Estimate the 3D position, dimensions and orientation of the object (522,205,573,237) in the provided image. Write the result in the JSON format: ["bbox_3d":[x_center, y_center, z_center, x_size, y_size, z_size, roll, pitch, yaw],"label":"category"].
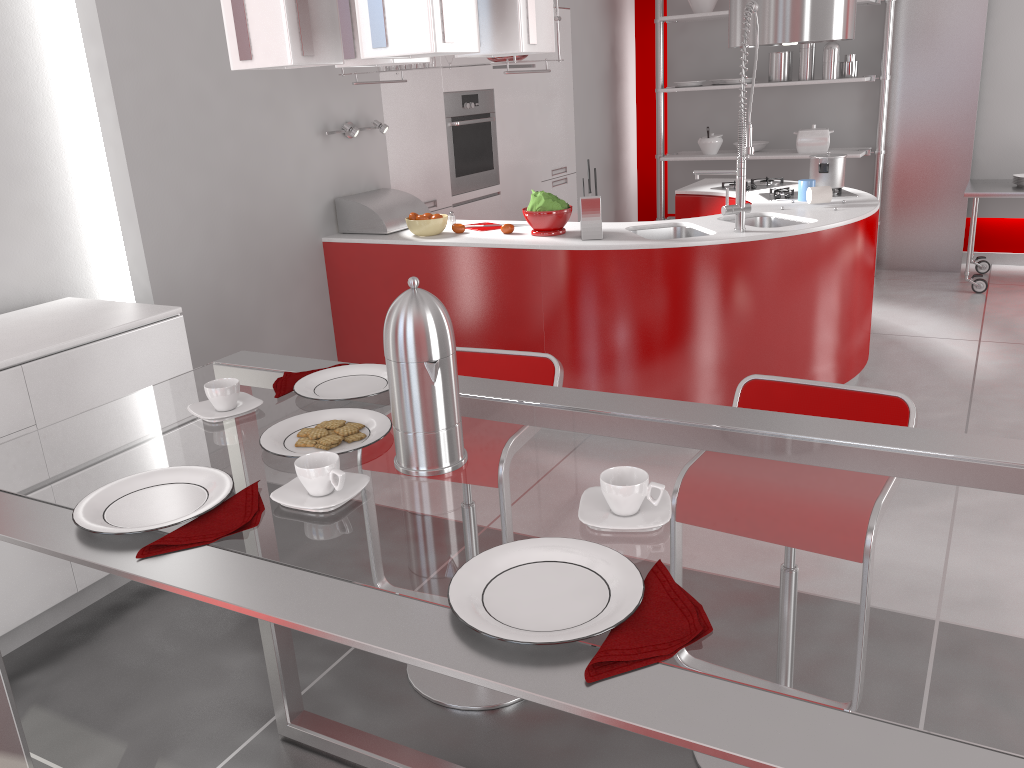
[{"bbox_3d":[0.164,-0.744,4.041,0.229,0.118,0.228,-3,19,1],"label":"object"}]

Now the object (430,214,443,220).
[{"bbox_3d":[-0.359,-0.787,4.231,0.066,0.049,0.062,10,23,35],"label":"object"}]

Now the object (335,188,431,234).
[{"bbox_3d":[-0.647,-0.886,4.518,0.300,0.170,0.400,7,21,28],"label":"object"}]

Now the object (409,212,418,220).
[{"bbox_3d":[-0.466,-0.795,4.261,0.055,0.058,0.066,1,19,14],"label":"object"}]

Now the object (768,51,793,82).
[{"bbox_3d":[1.964,-2.325,6.506,0.184,0.205,0.172,9,22,33],"label":"object"}]

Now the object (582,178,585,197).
[{"bbox_3d":[0.314,-0.794,3.863,0.009,0.197,0.091,-3,19,1],"label":"object"}]

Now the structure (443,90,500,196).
[{"bbox_3d":[-0.227,-1.503,5.489,0.050,0.589,0.599,7,21,28],"label":"structure"}]

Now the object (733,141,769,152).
[{"bbox_3d":[1.863,-1.846,6.913,0.272,0.072,0.272,-6,19,-6],"label":"object"}]

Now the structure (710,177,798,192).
[{"bbox_3d":[1.434,-1.181,5.218,0.457,0.037,0.303,-14,21,-29],"label":"structure"}]

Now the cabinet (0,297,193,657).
[{"bbox_3d":[-1.811,0.397,2.605,0.610,0.880,1.802,7,21,28],"label":"cabinet"}]

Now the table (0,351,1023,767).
[{"bbox_3d":[-0.031,0.606,1.460,1.700,1.000,0.800,7,21,28],"label":"table"}]

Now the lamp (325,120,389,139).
[{"bbox_3d":[-0.753,-1.267,4.417,0.155,0.081,0.454,7,21,28],"label":"lamp"}]

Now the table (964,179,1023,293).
[{"bbox_3d":[3.875,-0.968,5.866,1.627,0.682,0.749,7,21,29],"label":"table"}]

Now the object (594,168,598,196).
[{"bbox_3d":[0.368,-0.794,3.861,0.012,0.279,0.130,-3,19,1],"label":"object"}]

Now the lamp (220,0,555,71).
[{"bbox_3d":[-0.174,-0.901,0.979,0.304,1.025,0.304,7,21,28],"label":"lamp"}]

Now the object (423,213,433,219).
[{"bbox_3d":[-0.406,-0.800,4.277,0.066,0.049,0.062,5,21,25],"label":"object"}]

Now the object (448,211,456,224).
[{"bbox_3d":[-0.307,-0.847,4.517,0.043,0.066,0.042,13,25,40],"label":"object"}]

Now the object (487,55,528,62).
[{"bbox_3d":[-0.027,-1.554,3.900,0.213,0.266,0.213,-15,22,-30],"label":"object"}]

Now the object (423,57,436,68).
[{"bbox_3d":[-0.381,-1.514,4.044,0.060,0.141,0.060,7,21,28],"label":"object"}]

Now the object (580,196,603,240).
[{"bbox_3d":[0.343,-0.730,3.864,0.091,0.178,0.137,-3,19,3],"label":"object"}]

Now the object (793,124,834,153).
[{"bbox_3d":[2.239,-1.827,6.593,0.282,0.197,0.235,3,20,19],"label":"object"}]

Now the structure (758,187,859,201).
[{"bbox_3d":[1.573,-1.024,4.727,0.457,0.037,0.303,-2,19,4],"label":"structure"}]

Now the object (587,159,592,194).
[{"bbox_3d":[0.340,-0.811,3.866,0.014,0.322,0.150,-3,19,1],"label":"object"}]

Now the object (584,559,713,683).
[{"bbox_3d":[0.158,0.245,0.913,0.095,0.012,0.234,6,21,27],"label":"object"}]

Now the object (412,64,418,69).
[{"bbox_3d":[-0.469,-1.524,4.089,0.060,0.141,0.060,7,21,28],"label":"object"}]

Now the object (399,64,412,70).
[{"bbox_3d":[-0.487,-1.496,4.010,0.060,0.141,0.060,-2,19,6],"label":"object"}]

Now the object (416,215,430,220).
[{"bbox_3d":[-0.423,-0.780,4.220,0.065,0.052,0.062,1,19,13],"label":"object"}]

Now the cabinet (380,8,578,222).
[{"bbox_3d":[-0.350,-1.435,5.950,0.614,2.026,2.398,7,21,28],"label":"cabinet"}]

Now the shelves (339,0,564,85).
[{"bbox_3d":[-0.310,-1.888,3.915,0.934,1.023,0.462,7,21,28],"label":"shelves"}]

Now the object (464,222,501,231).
[{"bbox_3d":[-0.137,-0.774,4.362,0.168,0.006,0.266,-16,22,-32],"label":"object"}]

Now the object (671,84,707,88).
[{"bbox_3d":[1.363,-2.284,6.803,0.280,0.015,0.280,-12,20,-22],"label":"object"}]

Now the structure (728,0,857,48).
[{"bbox_3d":[1.459,-2.267,4.594,0.644,0.958,0.644,-5,19,-4],"label":"structure"}]

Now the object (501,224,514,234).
[{"bbox_3d":[-0.021,-0.724,4.126,0.064,0.048,0.063,-1,19,7],"label":"object"}]

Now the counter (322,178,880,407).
[{"bbox_3d":[0.633,-0.437,4.604,2.865,0.880,1.868,-13,21,-25],"label":"counter"}]

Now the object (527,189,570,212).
[{"bbox_3d":[0.170,-0.793,4.020,0.198,0.182,0.193,9,22,33],"label":"object"}]

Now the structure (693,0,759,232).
[{"bbox_3d":[0.938,-1.110,3.721,0.308,0.920,0.178,-9,19,-16],"label":"structure"}]

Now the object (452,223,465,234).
[{"bbox_3d":[-0.255,-0.741,4.229,0.065,0.047,0.063,6,21,28],"label":"object"}]

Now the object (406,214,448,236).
[{"bbox_3d":[-0.404,-0.755,4.240,0.201,0.086,0.201,7,21,29],"label":"object"}]

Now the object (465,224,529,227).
[{"bbox_3d":[-0.081,-0.780,4.349,0.375,0.008,0.041,-2,19,6],"label":"object"}]

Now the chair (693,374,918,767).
[{"bbox_3d":[0.628,0.459,1.994,0.418,0.857,0.460,9,22,32],"label":"chair"}]

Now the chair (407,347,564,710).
[{"bbox_3d":[-0.103,0.372,2.390,0.418,0.857,0.460,5,20,24],"label":"chair"}]

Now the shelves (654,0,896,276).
[{"bbox_3d":[1.908,-2.130,6.679,1.735,2.599,0.535,7,21,28],"label":"shelves"}]

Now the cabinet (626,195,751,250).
[{"bbox_3d":[0.415,-0.507,4.754,1.875,0.761,1.025,-9,19,-14],"label":"cabinet"}]

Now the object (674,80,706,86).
[{"bbox_3d":[1.362,-2.297,6.798,0.244,0.042,0.244,1,19,13],"label":"object"}]

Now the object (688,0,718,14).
[{"bbox_3d":[1.431,-2.866,6.638,0.231,0.191,0.231,-10,20,-19],"label":"object"}]

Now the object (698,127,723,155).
[{"bbox_3d":[1.543,-1.896,6.900,0.192,0.214,0.192,2,19,15],"label":"object"}]
